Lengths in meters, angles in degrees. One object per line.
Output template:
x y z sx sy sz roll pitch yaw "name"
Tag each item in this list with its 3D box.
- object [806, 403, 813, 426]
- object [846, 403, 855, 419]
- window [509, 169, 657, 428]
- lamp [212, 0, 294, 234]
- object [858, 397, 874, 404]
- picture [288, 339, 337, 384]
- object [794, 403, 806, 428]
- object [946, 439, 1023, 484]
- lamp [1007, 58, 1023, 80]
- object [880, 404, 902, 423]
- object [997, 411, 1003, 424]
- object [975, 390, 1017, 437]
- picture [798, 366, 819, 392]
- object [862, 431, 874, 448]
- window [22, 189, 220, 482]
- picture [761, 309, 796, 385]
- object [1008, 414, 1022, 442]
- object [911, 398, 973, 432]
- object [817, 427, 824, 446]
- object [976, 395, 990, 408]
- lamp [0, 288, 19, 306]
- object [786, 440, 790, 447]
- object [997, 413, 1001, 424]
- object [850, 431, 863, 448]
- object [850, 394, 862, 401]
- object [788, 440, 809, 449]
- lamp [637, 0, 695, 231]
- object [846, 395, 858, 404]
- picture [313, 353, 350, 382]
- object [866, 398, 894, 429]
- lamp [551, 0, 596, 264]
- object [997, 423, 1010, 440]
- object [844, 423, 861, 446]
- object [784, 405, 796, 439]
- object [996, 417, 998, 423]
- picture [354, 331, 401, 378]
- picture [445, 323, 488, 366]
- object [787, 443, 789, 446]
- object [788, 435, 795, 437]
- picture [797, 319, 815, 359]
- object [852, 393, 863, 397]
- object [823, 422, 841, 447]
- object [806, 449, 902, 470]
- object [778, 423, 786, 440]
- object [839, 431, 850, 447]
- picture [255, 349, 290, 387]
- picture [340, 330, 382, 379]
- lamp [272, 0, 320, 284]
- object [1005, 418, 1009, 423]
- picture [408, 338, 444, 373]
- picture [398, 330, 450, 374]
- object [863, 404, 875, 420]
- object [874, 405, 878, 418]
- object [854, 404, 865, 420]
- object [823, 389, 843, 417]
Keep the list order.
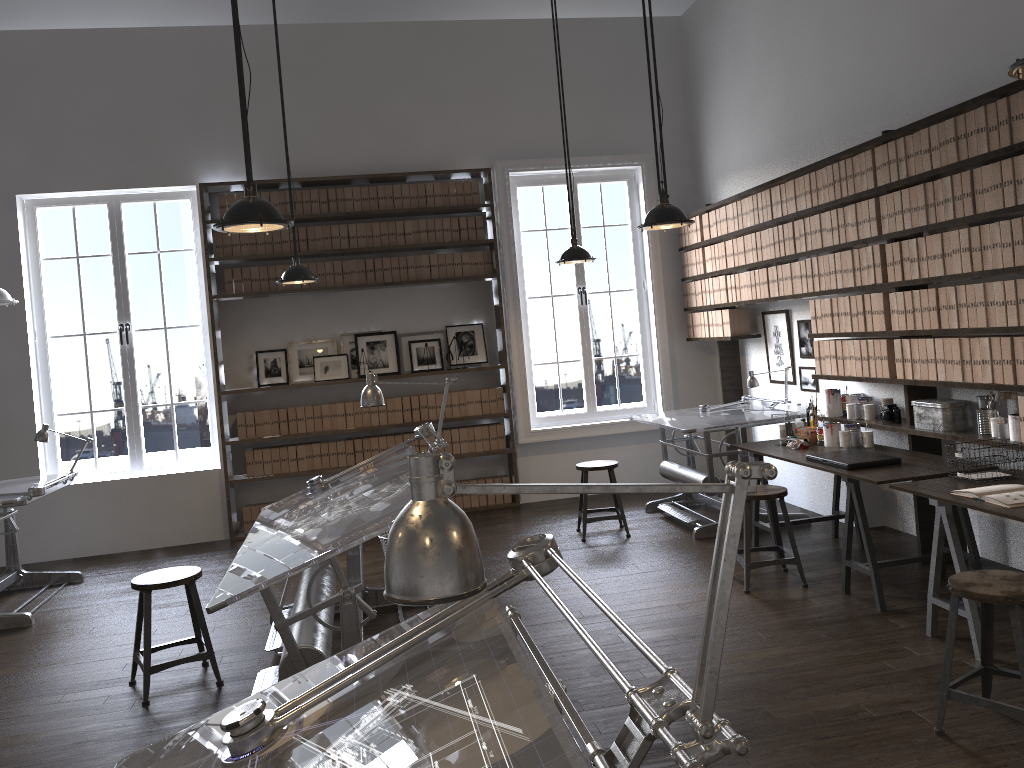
1.970 0.239 5.812 0.068 0.229 0.069 -5 0 -13 "object"
2.145 0.172 5.591 0.062 0.094 0.062 -5 1 -24 "object"
0.639 -0.779 8.089 1.246 2.309 0.153 -5 0 -10 "window"
-1.124 -1.741 3.520 0.312 2.252 0.311 -5 0 10 "lamp"
2.251 0.149 5.624 0.094 0.128 0.095 -5 1 20 "object"
-1.738 -0.197 7.759 0.416 0.365 0.083 -5 0 -10 "picture"
1.887 0.244 5.797 0.068 0.237 0.069 -5 0 -13 "object"
2.179 0.353 4.072 0.284 0.161 0.204 -5 2 -10 "object"
1.224 -1.865 2.041 0.312 2.252 0.311 -5 0 15 "lamp"
2.230 0.175 5.250 0.091 0.108 0.171 -5 2 -10 "object"
2.389 0.196 4.317 0.008 0.125 0.041 -5 0 -21 "object"
2.414 0.121 4.457 0.156 0.272 0.181 -5 1 -26 "object"
2.179 -0.036 6.494 0.023 0.183 0.251 -5 2 -10 "picture"
2.106 0.325 5.236 0.061 0.094 0.062 -4 1 39 "object"
-3.268 -0.399 7.507 1.484 2.497 0.153 -5 0 -10 "window"
2.077 -0.286 6.892 0.040 0.574 0.415 -5 1 -10 "picture"
2.423 0.209 4.220 0.094 0.128 0.095 -5 1 -3 "object"
2.343 0.167 4.826 0.193 0.152 0.317 -5 3 -11 "object"
1.915 0.324 5.484 0.049 0.112 0.049 -5 1 -14 "object"
2.469 0.156 4.611 0.079 0.188 0.078 -5 1 -31 "object"
-3.605 -1.657 5.978 0.313 2.252 0.310 -5 0 -30 "lamp"
1.741 0.377 5.582 0.011 0.017 0.172 -5 3 22 "object"
2.384 0.204 4.320 0.004 0.127 0.028 -5 0 -12 "object"
2.051 0.329 5.273 0.062 0.093 0.063 -4 1 39 "object"
2.245 0.131 5.774 0.071 0.129 0.071 -4 1 37 "object"
1.768 0.369 5.475 0.132 0.050 0.197 -4 3 19 "object"
0.733 -1.971 4.782 0.313 2.252 0.310 -5 0 -30 "lamp"
2.195 0.139 5.712 0.070 0.130 0.070 -5 1 28 "object"
-1.573 -0.138 7.711 0.300 0.229 0.144 -5 1 -10 "picture"
2.241 0.175 5.363 0.236 0.161 0.107 -7 2 -44 "object"
0.386 -2.044 6.698 0.313 2.252 0.310 -5 0 -30 "lamp"
2.450 0.220 4.298 0.181 0.093 0.062 -5 1 4 "object"
2.078 0.306 5.397 0.094 0.128 0.095 -5 1 -6 "object"
1.817 0.254 5.784 0.068 0.229 0.069 -5 0 -13 "object"
2.371 0.210 4.311 0.004 0.103 0.035 -5 0 -14 "object"
-1.186 -0.261 7.809 0.373 0.391 0.148 -5 1 -10 "picture"
-0.408 -0.356 7.971 0.343 0.364 0.161 -5 1 -10 "picture"
1.744 0.383 5.594 0.005 0.005 0.158 -4 3 24 "object"
1.808 0.354 5.729 0.049 0.037 0.049 -5 2 -14 "object"
2.156 -0.329 6.483 0.022 0.284 0.201 -5 1 -11 "picture"
2.285 0.124 5.838 0.070 0.130 0.070 -4 1 37 "object"
1.964 0.309 5.426 0.104 0.141 0.105 -5 1 -18 "object"
1.841 0.407 4.796 0.312 0.033 0.446 -6 3 -10 "object"
1.797 0.315 5.850 0.068 0.104 0.068 -5 1 -6 "object"
1.998 0.330 5.320 0.061 0.094 0.062 -4 1 30 "object"
-2.087 -0.140 7.715 0.267 0.315 0.058 -5 0 -10 "picture"
-1.319 -0.259 7.839 0.370 0.406 0.091 -5 0 -10 "picture"
-1.629 -1.849 6.339 0.313 2.252 0.310 -5 0 -30 "lamp"
2.459 0.213 4.343 0.062 0.093 0.063 -4 1 42 "object"
-0.765 -0.251 7.893 0.290 0.290 0.127 -5 1 -10 "picture"
-0.788 -0.286 7.931 0.434 0.361 0.095 -5 0 -10 "picture"
2.205 0.174 5.467 0.062 0.094 0.062 -5 1 -24 "object"
2.257 0.176 5.538 0.054 0.080 0.054 -5 1 17 "object"
2.172 0.174 5.526 0.063 0.093 0.062 -5 1 -24 "object"
2.102 0.124 5.800 0.108 0.177 0.106 -5 1 -8 "object"
